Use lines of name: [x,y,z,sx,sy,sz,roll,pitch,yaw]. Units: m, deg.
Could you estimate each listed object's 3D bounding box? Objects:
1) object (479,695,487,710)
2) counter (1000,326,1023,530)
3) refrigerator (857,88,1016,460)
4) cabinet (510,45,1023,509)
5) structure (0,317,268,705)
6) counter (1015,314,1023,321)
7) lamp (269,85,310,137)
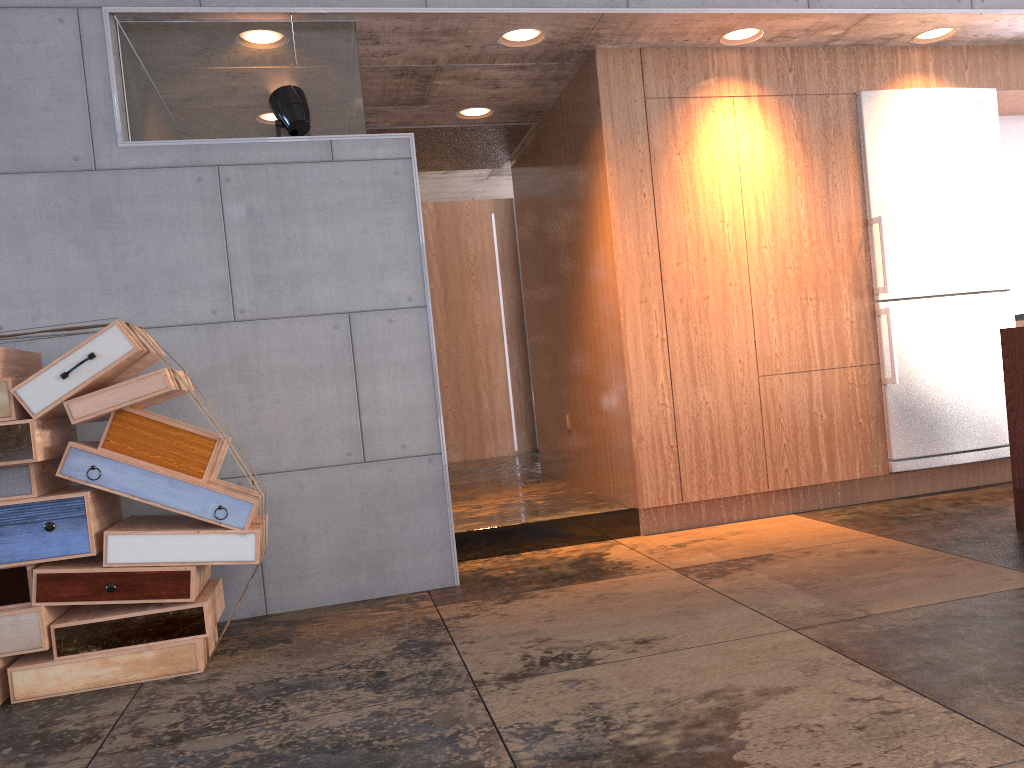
object: [2.654,0.821,4.698,27.446,0.001,19.557,-6,0,-13]
counter: [5.735,-0.114,4.473,6.715,0.972,1.131,-6,1,-14]
refrigerator: [2.604,-0.681,5.436,0.966,2.192,0.217,-6,2,-16]
cabinet: [4.303,-0.955,7.009,8.179,2.564,2.356,-6,1,-13]
structure: [-1.915,0.475,3.263,1.930,1.316,0.632,-6,1,-13]
counter: [5.147,-0.619,6.829,4.500,0.039,1.592,-6,0,-13]
lamp: [-1.021,-1.243,4.095,0.174,0.259,0.208,-6,1,-31]
